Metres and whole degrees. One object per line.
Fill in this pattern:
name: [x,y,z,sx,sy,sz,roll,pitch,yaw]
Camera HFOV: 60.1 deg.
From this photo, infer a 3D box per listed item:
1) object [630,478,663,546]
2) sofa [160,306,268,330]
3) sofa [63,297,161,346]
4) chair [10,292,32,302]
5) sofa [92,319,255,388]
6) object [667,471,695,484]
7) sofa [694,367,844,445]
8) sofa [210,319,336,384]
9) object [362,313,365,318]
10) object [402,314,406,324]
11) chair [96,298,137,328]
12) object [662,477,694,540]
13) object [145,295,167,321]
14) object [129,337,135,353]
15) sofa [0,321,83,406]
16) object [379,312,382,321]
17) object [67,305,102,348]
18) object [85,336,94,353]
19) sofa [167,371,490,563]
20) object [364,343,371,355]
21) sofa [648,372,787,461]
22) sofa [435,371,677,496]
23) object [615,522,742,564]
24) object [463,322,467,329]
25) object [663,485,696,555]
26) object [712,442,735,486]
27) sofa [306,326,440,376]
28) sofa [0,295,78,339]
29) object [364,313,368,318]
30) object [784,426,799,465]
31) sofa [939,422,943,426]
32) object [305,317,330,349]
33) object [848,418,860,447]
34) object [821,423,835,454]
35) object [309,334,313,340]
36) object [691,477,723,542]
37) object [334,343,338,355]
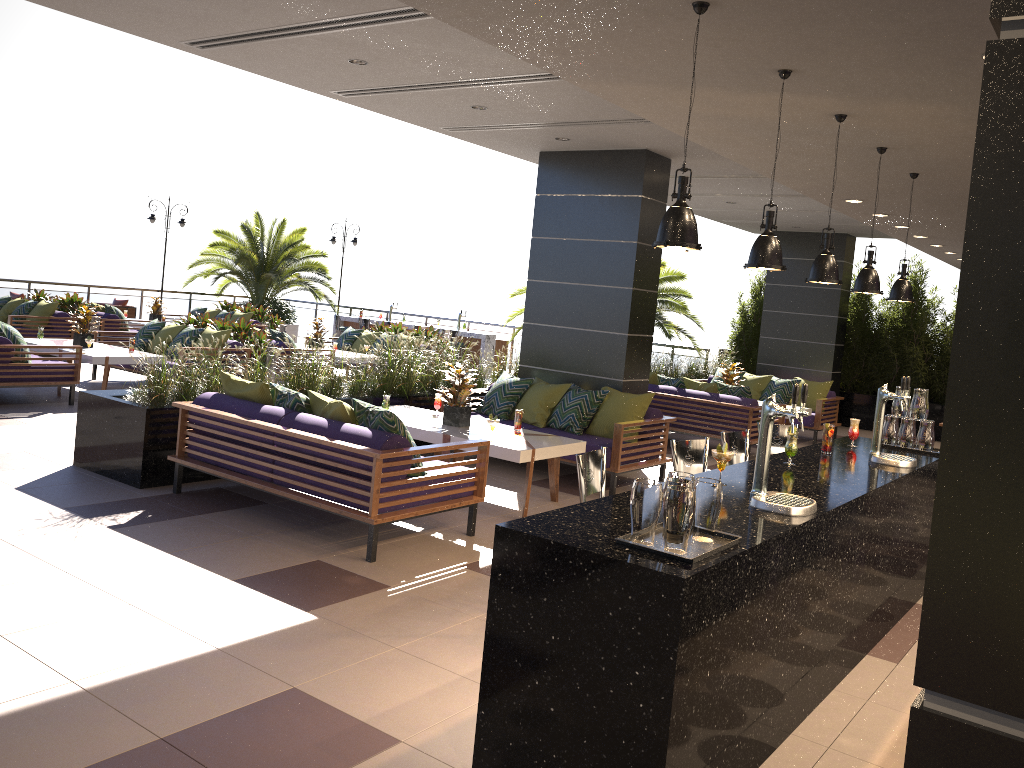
object: [0.442,0.426,2.936,0.106,0.208,0.105,8,4,40]
sofa: [-6.028,-1.078,17.709,2.134,0.917,1.118,9,5,35]
sofa: [-7.388,-1.029,15.840,2.134,0.917,1.118,9,5,35]
chair: [-10.126,-1.490,18.398,0.717,0.814,0.713,8,4,35]
sofa: [-4.632,-0.390,11.987,2.134,0.917,1.118,9,5,35]
object: [0.590,0.421,3.135,0.106,0.208,0.105,8,4,40]
sofa: [3.775,0.282,13.439,2.134,0.917,1.118,9,5,35]
sofa: [-3.776,-0.427,13.227,2.134,0.917,1.118,9,5,35]
object: [-3.453,-1.537,20.409,0.105,0.208,0.105,6,3,11]
object: [-2.339,-1.413,19.178,0.069,0.211,0.069,6,2,18]
chair: [-9.010,-1.533,19.950,0.717,0.814,0.713,8,4,35]
object: [0.559,0.431,3.009,0.106,0.208,0.105,8,4,40]
object: [-6.738,-1.410,16.723,0.424,0.525,0.432,4,4,-27]
object: [-4.686,-0.482,10.912,0.066,0.189,0.085,4,3,-24]
sofa: [-5.993,-0.341,10.117,2.134,0.917,1.118,9,5,35]
object: [-2.907,-1.493,19.588,0.069,0.181,0.069,6,2,8]
object: [-5.308,-0.721,11.023,0.424,0.525,0.432,3,4,-37]
object: [-4.997,-0.472,10.467,0.105,0.197,0.106,4,3,-21]
sofa: [-1.333,0.475,6.338,2.134,0.917,1.118,9,5,35]
object: [-2.305,-0.560,14.065,0.105,0.197,0.106,4,3,-21]
sofa: [2.276,0.339,11.355,2.134,0.917,1.118,9,5,35]
sofa: [0.388,0.410,8.731,2.134,0.917,1.118,9,5,35]
object: [0.569,0.529,2.993,0.274,0.018,0.437,9,7,35]
object: [-0.977,-1.179,18.188,0.069,0.197,0.082,5,3,-18]
object: [0.539,0.442,2.875,0.106,0.208,0.105,8,4,40]
object: [0.977,0.370,4.122,0.105,0.197,0.106,4,3,-26]
sofa: [-2.423,-0.477,15.100,2.134,0.917,1.118,9,5,35]
sofa: [-8.244,-0.991,14.599,2.134,0.917,1.118,9,5,35]
object: [-3.380,-1.538,20.490,0.105,0.208,0.105,6,3,11]
object: [1.555,0.341,4.924,0.069,0.211,0.069,6,2,18]
sofa: [6.270,0.815,10.424,2.134,0.917,1.118,9,5,35]
object: [-3.091,-0.804,14.097,0.429,0.525,0.427,2,5,-42]
object: [2.304,0.328,5.968,0.069,0.181,0.069,6,2,8]
object: [1.948,0.336,5.479,0.084,0.189,0.067,4,3,-29]
object: [-3.361,-0.737,14.843,0.082,0.197,0.069,5,2,-13]
object: [0.670,0.436,3.063,0.106,0.208,0.105,8,4,40]
object: [-2.707,-0.540,13.537,0.069,0.181,0.069,7,3,23]
